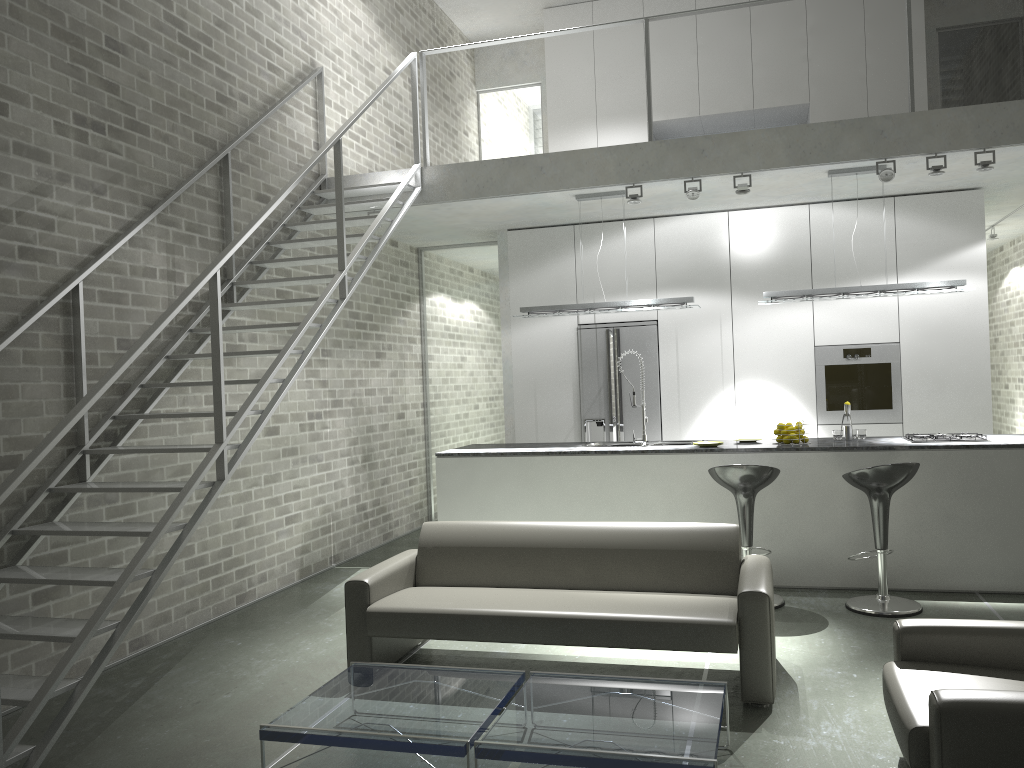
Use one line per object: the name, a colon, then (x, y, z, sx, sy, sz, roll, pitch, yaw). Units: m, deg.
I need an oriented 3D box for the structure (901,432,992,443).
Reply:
structure: (3.054, 0.376, 6.265, 0.500, 0.038, 0.500, -2, 0, 16)

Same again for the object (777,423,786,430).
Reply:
object: (1.960, 0.310, 6.440, 0.053, 0.051, 0.063, -2, 0, -36)

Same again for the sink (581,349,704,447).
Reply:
sink: (1.027, 0.243, 6.970, 0.987, 1.023, 0.546, -2, 0, 16)

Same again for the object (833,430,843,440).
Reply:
object: (2.455, 0.382, 6.677, 0.064, 0.070, 0.063, -2, 0, -36)

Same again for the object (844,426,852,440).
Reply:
object: (2.492, 0.362, 6.571, 0.060, 0.106, 0.060, -2, 0, 10)

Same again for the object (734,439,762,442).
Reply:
object: (1.805, 0.433, 6.787, 0.216, 0.017, 0.217, -2, 0, 42)

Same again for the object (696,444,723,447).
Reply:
object: (1.434, 0.448, 6.472, 0.217, 0.017, 0.216, -2, 0, -41)

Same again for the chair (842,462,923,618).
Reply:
chair: (2.313, 0.940, 5.544, 0.457, 0.931, 0.464, -2, 0, -3)

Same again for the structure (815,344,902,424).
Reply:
structure: (3.034, 0.005, 7.768, 0.692, 0.680, 0.036, -2, 0, 16)

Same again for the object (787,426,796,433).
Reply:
object: (2.011, 0.331, 6.386, 0.061, 0.052, 0.053, -2, 0, 19)

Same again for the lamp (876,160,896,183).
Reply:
lamp: (2.666, -1.516, 6.316, 0.131, 0.154, 0.098, -2, 0, 16)

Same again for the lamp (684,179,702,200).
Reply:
lamp: (1.367, -1.468, 6.699, 0.115, 0.151, 0.115, -2, 0, -31)

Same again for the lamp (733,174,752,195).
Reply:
lamp: (1.721, -1.482, 6.618, 0.115, 0.151, 0.115, -2, 0, -31)

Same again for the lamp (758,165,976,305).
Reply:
lamp: (2.597, -1.128, 6.637, 1.490, 0.964, 0.290, -2, 0, 16)

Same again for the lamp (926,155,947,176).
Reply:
lamp: (2.987, -1.538, 6.241, 0.109, 0.135, 0.109, -2, 0, -26)

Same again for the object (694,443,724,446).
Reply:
object: (1.433, 0.444, 6.472, 0.217, 0.017, 0.216, -2, 0, -41)

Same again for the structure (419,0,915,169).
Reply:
structure: (1.933, -2.349, 6.541, 5.560, 0.972, 0.070, -2, 0, 16)

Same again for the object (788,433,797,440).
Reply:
object: (2.010, 0.377, 6.360, 0.061, 0.054, 0.052, -2, 0, -17)

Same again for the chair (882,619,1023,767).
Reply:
chair: (1.729, 1.074, 2.907, 0.910, 0.717, 0.963, -2, 0, 16)

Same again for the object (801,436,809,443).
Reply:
object: (2.120, 0.401, 6.424, 0.062, 0.052, 0.053, -2, 0, -44)

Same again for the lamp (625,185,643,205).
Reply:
lamp: (0.941, -1.459, 6.830, 0.109, 0.136, 0.109, -2, 0, -32)

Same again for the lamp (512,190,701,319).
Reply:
lamp: (0.739, -1.057, 7.175, 1.490, 0.964, 0.290, -2, 0, 16)

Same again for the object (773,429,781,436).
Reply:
object: (1.940, 0.354, 6.476, 0.053, 0.051, 0.063, -2, 0, -25)

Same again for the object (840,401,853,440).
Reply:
object: (2.499, 0.271, 6.581, 0.088, 0.288, 0.101, -2, 0, -44)

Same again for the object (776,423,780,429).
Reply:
object: (1.963, 0.313, 6.493, 0.052, 0.060, 0.057, -2, 0, -6)

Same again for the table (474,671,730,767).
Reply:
table: (0.372, 1.350, 3.309, 0.820, 0.270, 0.800, -2, 0, 16)

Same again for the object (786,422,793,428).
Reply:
object: (2.018, 0.304, 6.453, 0.051, 0.053, 0.063, -2, 0, 8)

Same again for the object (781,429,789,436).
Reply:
object: (1.977, 0.354, 6.426, 0.062, 0.053, 0.052, -2, 0, -22)

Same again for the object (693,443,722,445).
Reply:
object: (1.433, 0.439, 6.472, 0.217, 0.017, 0.216, -2, 0, -41)

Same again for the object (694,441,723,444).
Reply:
object: (1.433, 0.434, 6.472, 0.217, 0.017, 0.216, -2, 0, -41)

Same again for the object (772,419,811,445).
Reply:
object: (2.030, 0.347, 6.452, 0.189, 0.174, 0.207, -2, 0, -29)

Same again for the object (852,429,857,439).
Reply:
object: (2.578, 0.377, 6.718, 0.064, 0.070, 0.063, -2, 0, -36)

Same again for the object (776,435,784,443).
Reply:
object: (1.952, 0.400, 6.459, 0.060, 0.057, 0.052, -2, 0, 8)

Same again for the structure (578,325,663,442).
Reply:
structure: (1.034, 0.418, 8.378, 0.743, 1.900, 0.160, -2, 0, 16)

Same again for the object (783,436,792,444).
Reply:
object: (1.991, 0.405, 6.412, 0.064, 0.063, 0.074, -2, 0, 27)

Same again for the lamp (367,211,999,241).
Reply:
lamp: (2.036, -1.505, 8.533, 6.854, 0.136, 0.110, -2, 0, -19)

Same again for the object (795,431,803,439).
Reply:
object: (2.068, 0.368, 6.396, 0.061, 0.055, 0.051, -2, 0, -15)

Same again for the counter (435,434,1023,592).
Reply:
counter: (1.660, 0.928, 6.679, 4.400, 0.960, 0.900, -2, 0, 16)

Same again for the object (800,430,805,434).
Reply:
object: (2.102, 0.352, 6.445, 0.061, 0.054, 0.053, -2, 0, -38)

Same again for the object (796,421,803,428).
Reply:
object: (2.093, 0.303, 6.463, 0.050, 0.060, 0.059, -2, 0, 6)

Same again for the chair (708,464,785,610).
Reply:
chair: (1.536, 0.969, 5.804, 0.457, 0.931, 0.464, -2, 0, 30)

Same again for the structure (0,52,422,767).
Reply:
structure: (-1.736, -0.561, 5.326, 0.902, 4.246, 4.345, -2, 0, 16)

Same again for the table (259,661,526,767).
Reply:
table: (-0.433, 1.380, 3.542, 0.820, 0.270, 0.800, -2, 0, 16)

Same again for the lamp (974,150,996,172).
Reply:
lamp: (3.282, -1.549, 6.156, 0.109, 0.135, 0.109, -2, 0, -26)

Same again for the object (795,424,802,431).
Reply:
object: (2.067, 0.317, 6.402, 0.051, 0.053, 0.063, -2, 0, 19)

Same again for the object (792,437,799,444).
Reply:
object: (2.043, 0.404, 6.385, 0.051, 0.053, 0.063, -2, 0, 14)

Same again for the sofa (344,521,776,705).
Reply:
sofa: (0.256, 1.128, 4.591, 2.114, 0.717, 0.902, -2, 0, 16)

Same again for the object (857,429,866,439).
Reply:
object: (2.618, 0.375, 6.634, 0.064, 0.070, 0.063, -2, 0, 24)
